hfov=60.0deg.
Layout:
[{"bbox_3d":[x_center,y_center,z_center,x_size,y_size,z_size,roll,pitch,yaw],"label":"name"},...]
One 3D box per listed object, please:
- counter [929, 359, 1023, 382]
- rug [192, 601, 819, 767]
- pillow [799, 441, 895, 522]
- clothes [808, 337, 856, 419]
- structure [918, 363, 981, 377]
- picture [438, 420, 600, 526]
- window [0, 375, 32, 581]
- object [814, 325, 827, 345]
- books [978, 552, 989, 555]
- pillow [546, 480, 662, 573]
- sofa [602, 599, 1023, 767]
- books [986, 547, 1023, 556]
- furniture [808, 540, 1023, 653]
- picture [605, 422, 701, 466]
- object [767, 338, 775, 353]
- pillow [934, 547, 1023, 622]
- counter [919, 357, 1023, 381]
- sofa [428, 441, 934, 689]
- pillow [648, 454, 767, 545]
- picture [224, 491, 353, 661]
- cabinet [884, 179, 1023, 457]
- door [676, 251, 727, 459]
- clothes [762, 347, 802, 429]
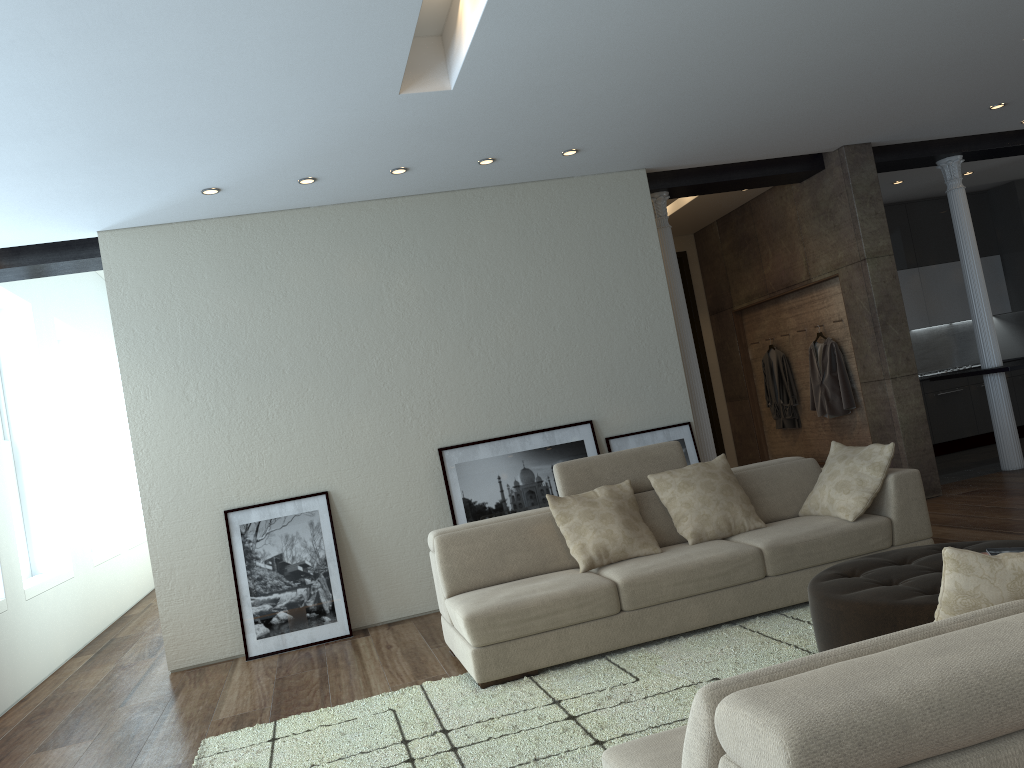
[{"bbox_3d":[5.896,-0.388,8.480,3.700,0.040,1.000,-10,-3,-14],"label":"counter"},{"bbox_3d":[0.916,1.205,3.219,4.231,0.020,2.972,-10,-3,-14],"label":"rug"},{"bbox_3d":[1.878,0.526,4.955,0.395,0.393,0.518,-10,-3,-17],"label":"pillow"},{"bbox_3d":[2.905,-0.051,8.197,0.173,0.735,0.700,-10,-3,-15],"label":"clothes"},{"bbox_3d":[5.092,-0.139,10.442,0.900,0.066,0.520,-10,-3,-14],"label":"structure"},{"bbox_3d":[0.158,0.919,6.400,1.183,1.140,0.225,-10,-3,-14],"label":"picture"},{"bbox_3d":[-4.163,0.482,6.959,0.123,2.400,1.373,-10,-3,-14],"label":"window"},{"bbox_3d":[2.852,-0.436,8.208,0.010,0.219,0.430,-10,-3,-14],"label":"object"},{"bbox_3d":[1.909,0.659,3.359,0.219,0.031,0.300,-10,-3,1],"label":"books"},{"bbox_3d":[0.499,0.761,4.845,0.519,0.416,0.368,-9,-3,-18],"label":"pillow"},{"bbox_3d":[1.541,0.565,2.067,2.581,0.950,1.021,-10,-3,-14],"label":"sofa"},{"bbox_3d":[1.932,0.647,3.350,0.220,0.040,0.301,-11,-3,21],"label":"books"},{"bbox_3d":[1.721,0.879,3.460,1.057,0.355,1.057,-10,-3,-12],"label":"furniture"},{"bbox_3d":[1.145,0.826,6.652,0.700,0.988,0.195,-10,-3,-14],"label":"picture"},{"bbox_3d":[2.660,-0.360,9.086,0.010,0.219,0.430,-10,-3,-14],"label":"object"},{"bbox_3d":[1.166,0.508,1.984,0.519,0.416,0.368,-10,-3,-9],"label":"pillow"},{"bbox_3d":[4.524,0.071,10.334,3.597,0.223,0.807,-10,-3,-14],"label":"counter"},{"bbox_3d":[0.875,0.818,4.927,2.581,0.950,1.021,-10,-3,-14],"label":"sofa"},{"bbox_3d":[1.092,0.650,5.006,0.534,0.439,0.301,-10,-3,-17],"label":"pillow"},{"bbox_3d":[-1.513,1.281,5.994,0.700,0.988,0.195,-10,-3,-14],"label":"picture"},{"bbox_3d":[6.225,-0.931,10.809,7.409,2.980,0.827,-10,-3,-14],"label":"cabinet"},{"bbox_3d":[1.731,-0.049,10.096,1.037,2.814,0.246,-10,-3,-14],"label":"door"},{"bbox_3d":[2.716,0.049,9.070,0.141,0.855,0.569,-10,-3,-13],"label":"clothes"}]
